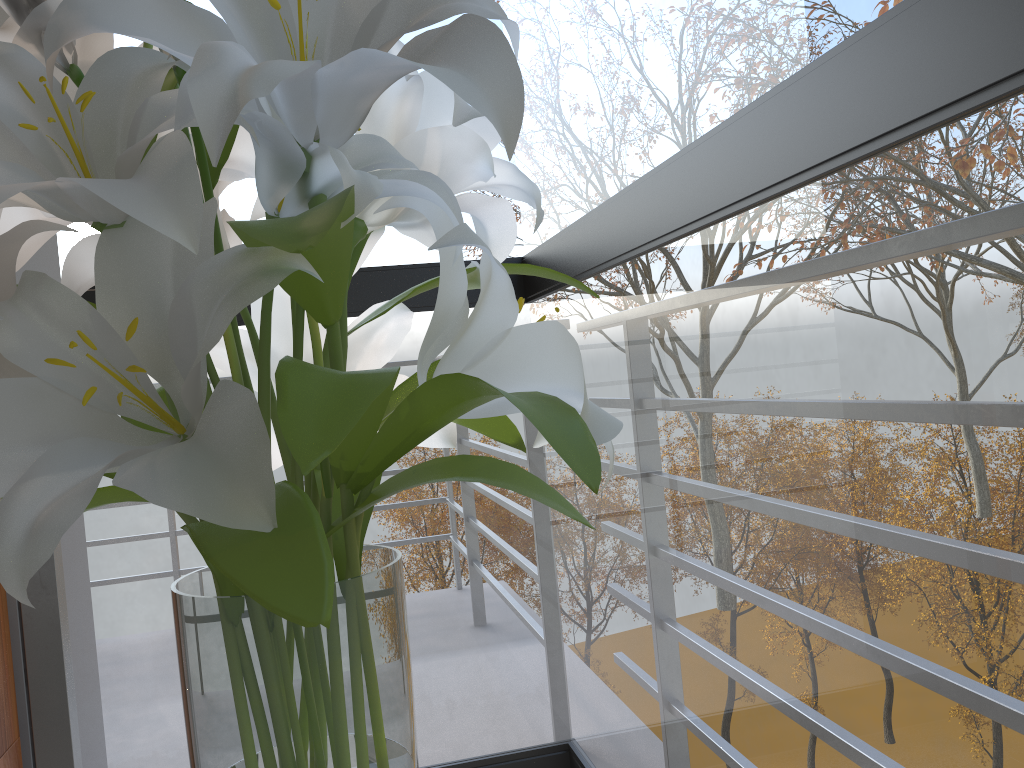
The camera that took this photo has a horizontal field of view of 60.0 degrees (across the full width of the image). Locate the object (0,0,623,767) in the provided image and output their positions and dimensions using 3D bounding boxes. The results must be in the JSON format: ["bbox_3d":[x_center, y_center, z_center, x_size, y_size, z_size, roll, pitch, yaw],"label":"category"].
[{"bbox_3d":[-0.157,-0.020,0.572,0.459,0.796,0.450,-5,0,15],"label":"object"}]

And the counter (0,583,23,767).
[{"bbox_3d":[-1.698,0.646,1.079,1.848,0.704,0.524,-6,0,-12],"label":"counter"}]

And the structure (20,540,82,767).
[{"bbox_3d":[-0.783,0.417,1.303,0.303,0.988,0.069,-5,0,-12],"label":"structure"}]
